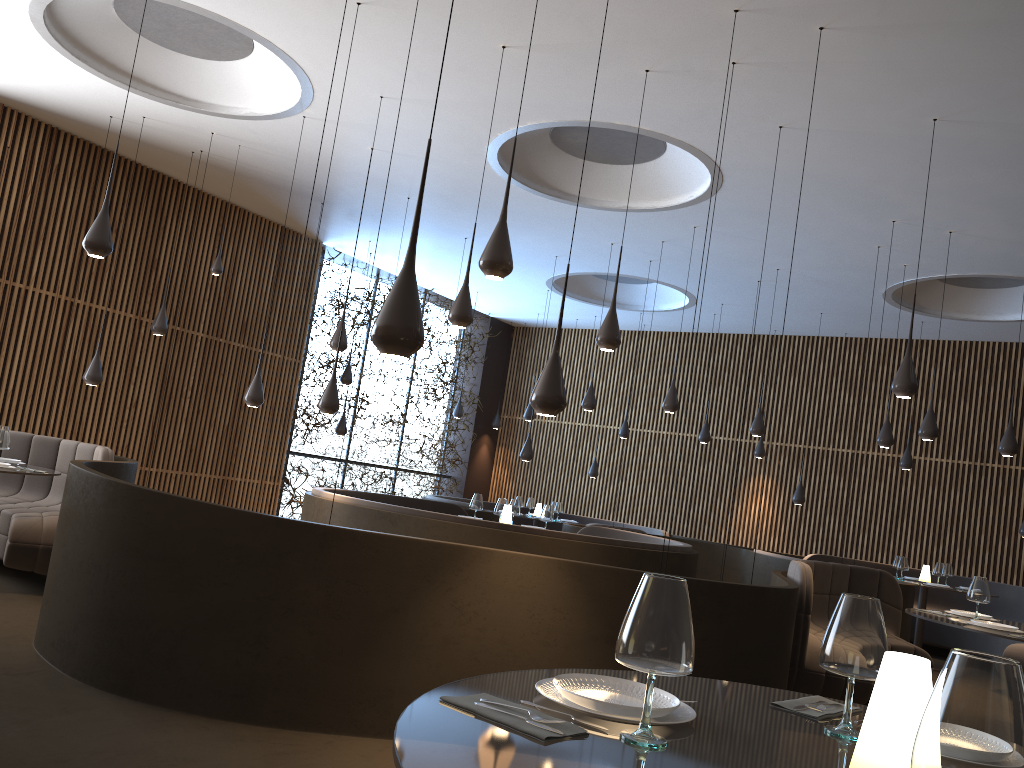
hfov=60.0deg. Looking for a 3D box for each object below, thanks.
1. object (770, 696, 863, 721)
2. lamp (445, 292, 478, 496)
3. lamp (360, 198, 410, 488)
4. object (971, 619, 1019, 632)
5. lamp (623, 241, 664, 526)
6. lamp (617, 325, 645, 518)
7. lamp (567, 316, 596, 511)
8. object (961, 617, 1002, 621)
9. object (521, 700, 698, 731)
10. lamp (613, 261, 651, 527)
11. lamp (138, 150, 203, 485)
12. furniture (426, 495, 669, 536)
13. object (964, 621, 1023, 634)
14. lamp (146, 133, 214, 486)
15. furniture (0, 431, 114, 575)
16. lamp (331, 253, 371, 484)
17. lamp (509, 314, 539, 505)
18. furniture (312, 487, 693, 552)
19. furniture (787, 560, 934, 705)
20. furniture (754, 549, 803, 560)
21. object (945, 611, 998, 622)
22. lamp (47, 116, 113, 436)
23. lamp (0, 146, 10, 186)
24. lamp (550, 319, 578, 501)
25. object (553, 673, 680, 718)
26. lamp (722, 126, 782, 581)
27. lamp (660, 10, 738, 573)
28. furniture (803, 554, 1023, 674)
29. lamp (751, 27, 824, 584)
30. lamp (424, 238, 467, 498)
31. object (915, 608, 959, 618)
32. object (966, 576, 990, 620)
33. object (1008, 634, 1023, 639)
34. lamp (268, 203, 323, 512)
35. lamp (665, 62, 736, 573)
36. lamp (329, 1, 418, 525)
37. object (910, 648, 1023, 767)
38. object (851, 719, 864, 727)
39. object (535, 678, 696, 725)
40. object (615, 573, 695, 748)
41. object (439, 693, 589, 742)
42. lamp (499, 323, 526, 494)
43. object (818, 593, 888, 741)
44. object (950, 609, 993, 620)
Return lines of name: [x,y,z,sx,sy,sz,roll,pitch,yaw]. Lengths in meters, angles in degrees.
object: [0.733,0.777,2.128,0.126,0.017,0.263,2,-9,43]
lamp: [-1.088,1.435,15.588,0.196,6.262,0.196,12,-6,-31]
lamp: [-1.760,0.768,10.763,0.196,6.262,0.196,10,-5,-11]
object: [2.963,1.488,5.448,0.263,0.029,0.264,4,-8,38]
lamp: [1.442,1.280,10.958,0.196,6.262,0.196,11,-5,-21]
lamp: [1.996,1.982,16.240,0.196,6.262,0.196,13,-7,-41]
lamp: [1.077,1.828,16.125,0.196,6.262,0.196,13,-7,-41]
object: [3.191,1.617,6.160,0.411,0.012,0.204,12,-7,-26]
object: [0.214,0.656,1.830,0.204,0.012,0.412,4,-8,38]
lamp: [1.436,1.391,11.917,0.196,6.262,0.196,11,-5,-21]
lamp: [-4.130,0.336,10.169,0.195,6.262,0.196,4,-7,42]
furniture: [0.501,2.553,13.951,3.880,1.045,3.803,7,-7,11]
object: [2.962,1.498,5.447,0.331,0.014,0.333,4,-8,35]
lamp: [-3.777,0.313,9.508,0.196,6.262,0.196,11,-6,-28]
furniture: [-4.149,0.926,7.283,2.528,1.058,0.934,5,-7,30]
lamp: [-2.742,0.990,13.943,0.196,6.262,0.196,12,-6,-31]
lamp: [0.036,1.738,16.717,0.196,6.262,0.196,12,-6,-31]
furniture: [-0.186,1.899,9.037,3.878,1.115,3.802,8,-7,9]
furniture: [2.850,2.081,7.450,0.930,1.058,2.540,4,-8,39]
furniture: [3.576,2.673,10.871,0.901,1.045,2.535,10,-7,-14]
object: [3.188,1.615,6.158,0.332,0.014,0.332,11,-7,-22]
lamp: [-4.882,0.141,9.479,0.195,6.262,0.196,4,-7,42]
lamp: [-5.693,0.627,8.910,0.196,6.262,0.196,8,-5,9]
lamp: [0.774,1.845,16.663,0.195,6.262,0.196,7,-5,19]
object: [0.213,0.645,1.827,0.263,0.029,0.264,8,-7,4]
lamp: [1.809,0.902,7.246,0.196,6.262,0.196,11,-5,-21]
lamp: [1.024,0.593,5.635,0.195,6.262,0.196,7,-5,19]
furniture: [5.852,3.071,11.637,1.984,1.045,3.937,11,-7,-24]
lamp: [1.610,0.689,5.689,0.195,6.262,0.196,7,-5,19]
lamp: [-1.122,1.033,12.197,0.196,6.262,0.196,10,-5,-11]
object: [2.904,1.568,6.061,0.126,0.017,0.262,11,-7,-22]
object: [3.131,1.443,5.952,0.142,0.294,0.142,5,-6,33]
object: [3.033,1.481,5.153,0.262,0.017,0.126,11,-7,-17]
lamp: [-3.007,0.672,11.572,0.196,6.262,0.196,8,-5,9]
lamp: [1.178,0.696,6.314,0.196,6.262,0.196,12,-6,-31]
lamp: [-1.037,0.267,5.536,0.195,6.262,0.196,5,-7,39]
object: [0.571,0.485,1.096,0.142,0.294,0.142,12,-6,-32]
object: [0.945,0.777,1.906,0.410,0.012,0.205,3,-9,39]
object: [0.211,0.654,1.826,0.331,0.014,0.333,3,-9,42]
object: [0.258,0.497,1.607,0.142,0.294,0.142,7,-6,18]
object: [0.000,0.604,1.614,0.261,0.017,0.127,3,-9,42]
lamp: [-0.197,1.843,17.913,0.196,6.262,0.196,12,-6,-31]
object: [0.732,0.604,1.904,0.142,0.294,0.142,5,-6,31]
object: [3.189,1.606,6.159,0.263,0.029,0.263,11,-7,-18]
